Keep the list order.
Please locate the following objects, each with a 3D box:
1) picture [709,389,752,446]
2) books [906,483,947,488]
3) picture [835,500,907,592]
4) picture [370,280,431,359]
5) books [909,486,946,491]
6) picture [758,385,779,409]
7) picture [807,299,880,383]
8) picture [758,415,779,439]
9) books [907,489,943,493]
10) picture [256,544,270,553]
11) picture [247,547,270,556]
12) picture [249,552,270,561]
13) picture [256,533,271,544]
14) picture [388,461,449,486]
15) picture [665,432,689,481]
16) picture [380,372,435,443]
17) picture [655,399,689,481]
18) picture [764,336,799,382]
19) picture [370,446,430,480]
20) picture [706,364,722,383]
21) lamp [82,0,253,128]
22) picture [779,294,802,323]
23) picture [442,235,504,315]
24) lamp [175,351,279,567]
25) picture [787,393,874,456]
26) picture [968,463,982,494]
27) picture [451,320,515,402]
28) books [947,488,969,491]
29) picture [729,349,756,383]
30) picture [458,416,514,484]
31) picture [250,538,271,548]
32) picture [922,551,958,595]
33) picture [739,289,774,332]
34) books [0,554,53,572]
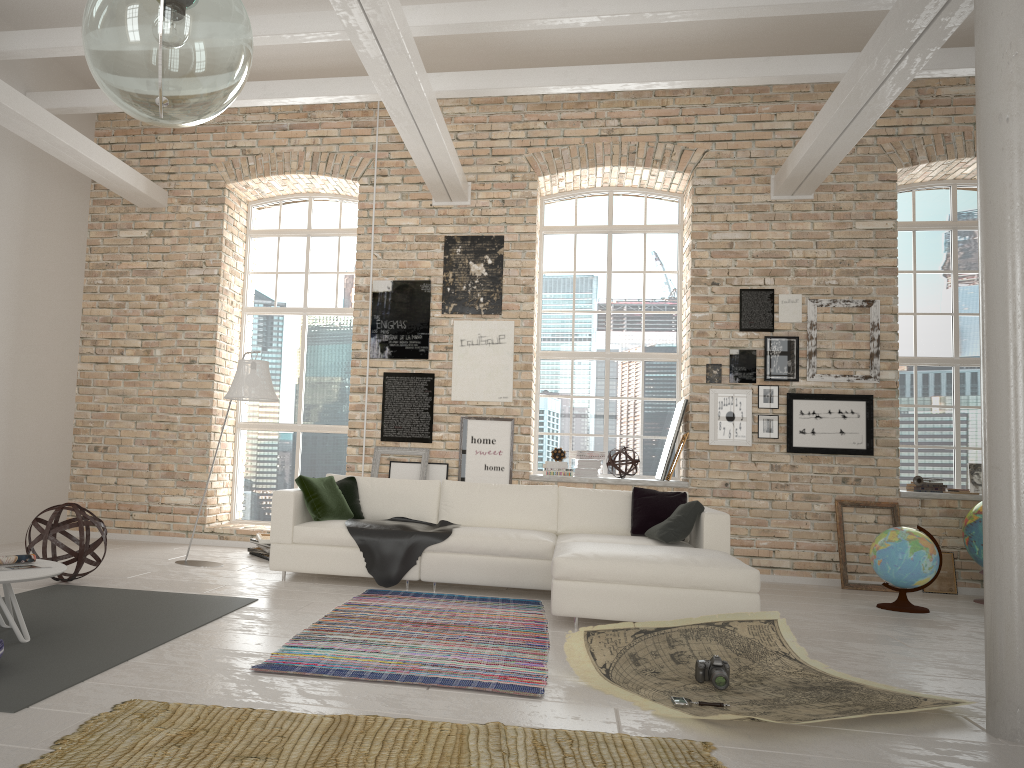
[{"bbox_3d":[1.982,0.302,8.088,0.376,0.514,0.013,1,-5,11],"label":"picture"},{"bbox_3d":[3.698,0.907,7.955,0.262,0.026,0.200,2,-5,4],"label":"books"},{"bbox_3d":[3.080,1.387,7.667,0.519,0.748,0.216,1,-5,10],"label":"picture"},{"bbox_3d":[-1.101,-0.637,8.803,0.606,0.785,0.036,1,-5,11],"label":"picture"},{"bbox_3d":[3.687,0.932,7.954,0.260,0.029,0.199,2,-5,8],"label":"books"},{"bbox_3d":[2.313,0.118,8.044,0.181,0.213,0.011,1,-5,11],"label":"picture"},{"bbox_3d":[2.953,-0.386,7.953,0.620,0.749,0.025,1,-5,12],"label":"picture"},{"bbox_3d":[2.305,0.385,8.020,0.181,0.213,0.011,1,-5,11],"label":"picture"},{"bbox_3d":[3.686,0.957,7.948,0.262,0.025,0.197,2,-5,9],"label":"books"},{"bbox_3d":[-1.940,1.516,8.291,0.750,0.048,0.614,4,-5,-21],"label":"picture"},{"bbox_3d":[-1.976,1.555,8.314,0.628,0.048,0.730,-3,-7,44],"label":"picture"},{"bbox_3d":[-1.971,1.589,8.276,0.739,0.048,0.622,5,-6,-31],"label":"picture"},{"bbox_3d":[-1.966,1.438,8.281,0.761,0.048,0.605,4,-5,-14],"label":"picture"},{"bbox_3d":[-0.910,1.033,8.540,0.591,0.568,0.143,1,-5,11],"label":"picture"},{"bbox_3d":[1.533,0.683,8.296,0.176,0.460,0.355,1,-5,5],"label":"picture"},{"bbox_3d":[-1.018,0.230,8.719,0.525,0.681,0.063,1,-5,11],"label":"picture"},{"bbox_3d":[1.516,0.539,8.468,0.250,0.763,0.576,1,-5,5],"label":"picture"},{"bbox_3d":[2.432,-0.228,8.044,0.300,0.409,0.010,1,-5,11],"label":"picture"},{"bbox_3d":[-1.087,0.894,8.522,0.559,0.582,0.276,1,-5,10],"label":"picture"},{"bbox_3d":[1.847,-0.096,8.156,0.139,0.178,0.008,1,-5,16],"label":"picture"},{"bbox_3d":[-1.018,-1.556,2.737,0.528,1.599,0.476,0,-5,22],"label":"lamp"},{"bbox_3d":[2.521,-0.685,8.077,0.199,0.259,0.012,1,-5,11],"label":"picture"},{"bbox_3d":[-0.382,-1.064,8.711,0.604,0.783,0.036,1,-5,11],"label":"picture"},{"bbox_3d":[-2.352,0.623,7.401,1.072,1.775,0.420,-3,-7,41],"label":"lamp"},{"bbox_3d":[2.818,0.356,7.913,0.733,0.535,0.030,1,-5,12],"label":"picture"},{"bbox_3d":[4.424,0.882,8.198,0.403,0.292,0.066,1,-5,11],"label":"picture"},{"bbox_3d":[-0.281,-0.222,8.593,0.606,0.784,0.036,1,-5,11],"label":"picture"},{"bbox_3d":[3.870,0.917,7.737,0.129,0.013,0.105,4,-5,-16],"label":"books"},{"bbox_3d":[2.100,-0.161,8.110,0.236,0.306,0.014,1,-5,11],"label":"picture"},{"bbox_3d":[-0.250,0.695,8.502,0.532,0.756,0.012,1,-5,11],"label":"picture"},{"bbox_3d":[-1.966,1.477,8.304,0.736,0.048,0.624,6,-6,-33],"label":"picture"},{"bbox_3d":[3.638,1.608,7.612,0.275,0.351,0.093,1,-5,11],"label":"picture"},{"bbox_3d":[2.232,-0.672,8.129,0.304,0.394,0.018,1,-5,11],"label":"picture"},{"bbox_3d":[-2.493,0.870,4.383,0.398,0.048,0.285,-2,-6,38],"label":"books"}]
